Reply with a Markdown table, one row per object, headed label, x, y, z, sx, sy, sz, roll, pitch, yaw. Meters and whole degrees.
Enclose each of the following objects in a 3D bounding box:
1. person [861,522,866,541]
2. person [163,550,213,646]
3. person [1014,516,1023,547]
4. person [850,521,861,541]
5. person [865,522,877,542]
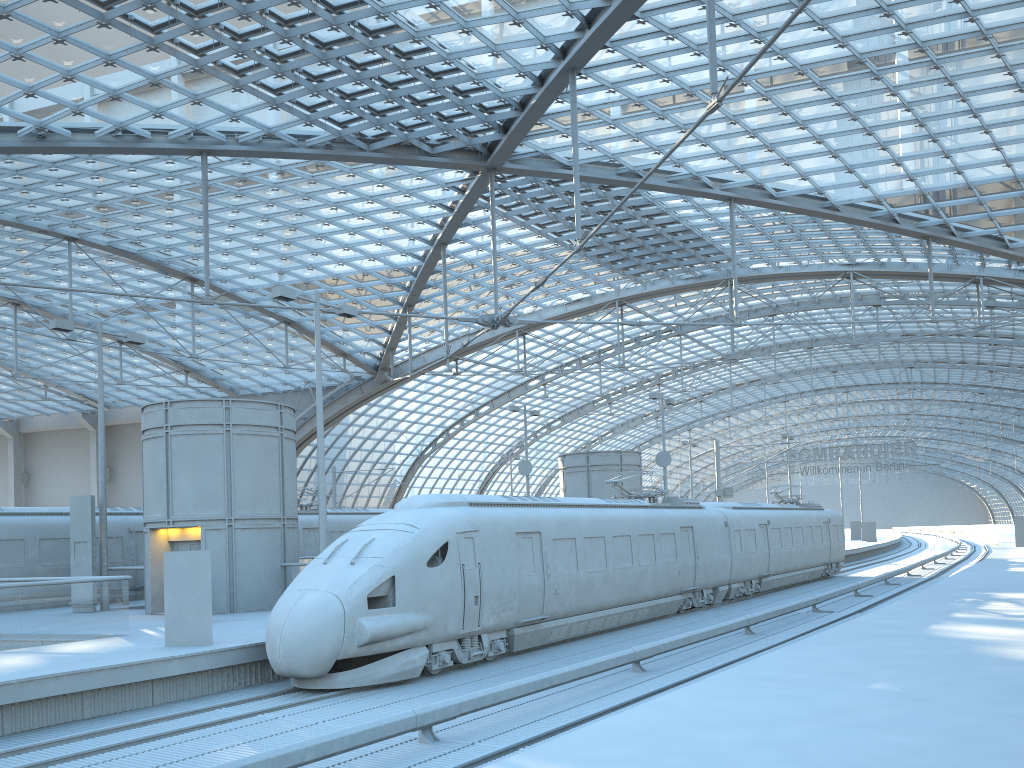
| label | x | y | z | sx | sy | sz | roll | pitch | yaw |
| --- | --- | --- | --- | --- | --- | --- | --- | --- | --- |
| person | 30.634 | 12.762 | 75.864 | 0.879 | 1.698 | 0.001 | -4 | -3 | 32 |
| person | -5.673 | 3.784 | 15.428 | 0.876 | 1.698 | 0.001 | -2 | -2 | 6 |
| person | 28.489 | 8.219 | 48.903 | 0.001 | 1.791 | 0.907 | -1 | -4 | -33 |
| person | 31.360 | 13.440 | 80.381 | 0.903 | 1.791 | 0.001 | -4 | -3 | 27 |
| person | 29.573 | 12.216 | 72.342 | 0.831 | 1.724 | 0.001 | -4 | -3 | 32 |
